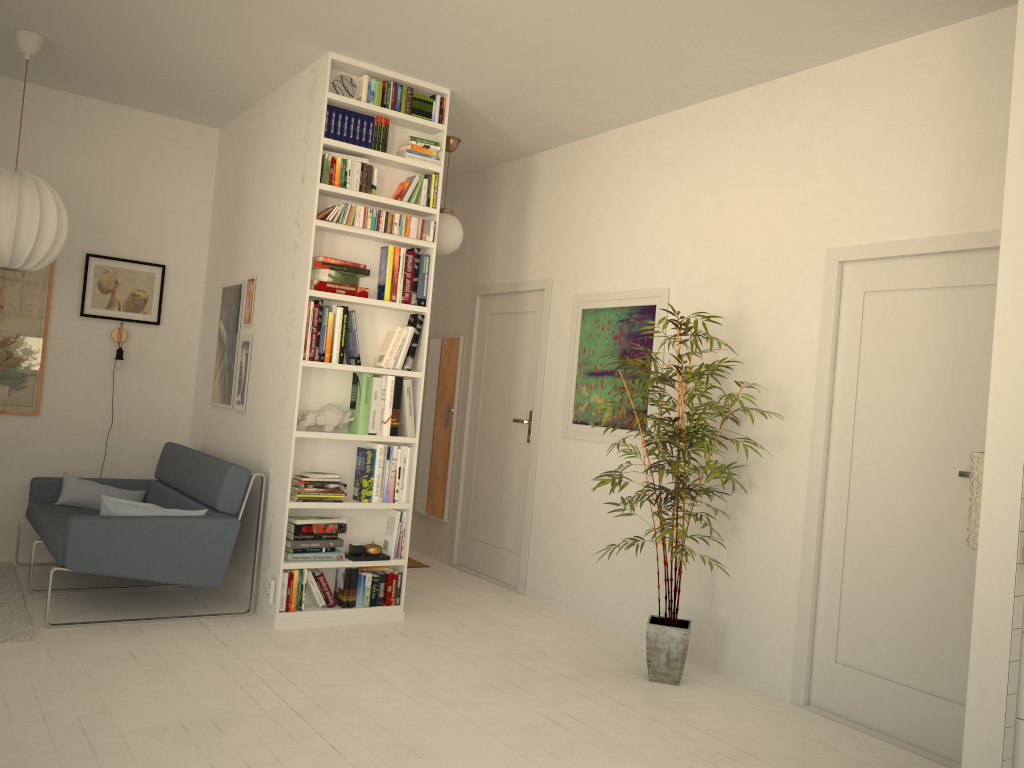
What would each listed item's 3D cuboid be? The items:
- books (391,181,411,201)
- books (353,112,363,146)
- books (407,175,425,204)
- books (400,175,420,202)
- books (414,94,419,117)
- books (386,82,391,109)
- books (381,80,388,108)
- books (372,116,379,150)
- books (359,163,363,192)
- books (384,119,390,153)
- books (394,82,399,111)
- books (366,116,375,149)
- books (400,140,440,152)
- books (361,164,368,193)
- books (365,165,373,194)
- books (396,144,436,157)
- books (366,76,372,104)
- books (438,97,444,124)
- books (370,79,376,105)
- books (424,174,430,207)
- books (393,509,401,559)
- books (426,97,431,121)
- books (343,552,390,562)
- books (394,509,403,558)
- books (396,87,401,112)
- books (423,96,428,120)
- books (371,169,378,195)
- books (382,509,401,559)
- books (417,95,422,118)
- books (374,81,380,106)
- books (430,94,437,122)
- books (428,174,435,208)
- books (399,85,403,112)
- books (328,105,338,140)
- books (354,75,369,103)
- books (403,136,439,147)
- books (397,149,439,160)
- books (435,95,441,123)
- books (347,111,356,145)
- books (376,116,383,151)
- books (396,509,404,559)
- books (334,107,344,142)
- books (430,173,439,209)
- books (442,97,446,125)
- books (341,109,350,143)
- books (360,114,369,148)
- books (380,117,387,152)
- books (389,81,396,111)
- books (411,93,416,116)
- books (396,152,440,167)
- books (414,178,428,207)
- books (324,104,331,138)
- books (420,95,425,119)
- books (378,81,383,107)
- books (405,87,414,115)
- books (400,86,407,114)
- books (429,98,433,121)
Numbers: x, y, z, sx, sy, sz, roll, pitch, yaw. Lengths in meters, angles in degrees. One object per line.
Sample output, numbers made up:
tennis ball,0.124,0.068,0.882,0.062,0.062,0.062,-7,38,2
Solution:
books,-0.639,-1.041,4.860,0.073,0.129,0.200,6,-2,-34
books,-0.850,-1.321,4.681,0.034,0.179,0.188,6,-2,-34
books,-0.568,-1.055,4.878,0.065,0.168,0.229,6,-2,-34
books,-0.603,-1.055,4.870,0.092,0.165,0.222,6,-2,-34
books,-0.553,-1.501,4.836,0.017,0.130,0.150,6,-2,-34
books,-0.707,-1.525,4.771,0.024,0.148,0.188,6,-2,-34
books,-0.719,-1.525,4.743,0.028,0.147,0.192,6,-2,-34
books,-0.773,-1.318,4.746,0.020,0.191,0.205,6,-2,-34
books,-0.832,-1.074,4.681,0.013,0.159,0.176,6,-2,-34
books,-0.723,-1.313,4.780,0.020,0.191,0.205,6,-2,-34
books,-0.674,-1.526,4.797,0.012,0.158,0.220,6,-2,-34
books,-0.792,-1.315,4.720,0.034,0.179,0.188,6,-2,-34
books,-0.519,-1.293,4.877,0.179,0.016,0.208,6,-1,-29
books,-0.828,-1.071,4.707,0.024,0.155,0.206,6,-2,-34
books,-0.790,-1.067,4.693,0.023,0.153,0.176,6,-2,-34
books,-0.547,-1.271,4.885,0.173,0.030,0.199,6,-2,-44
books,-0.799,-1.534,4.707,0.013,0.146,0.208,6,-2,-34
books,-0.448,-1.499,4.948,0.021,0.151,0.228,6,-2,-34
books,-0.770,-1.526,4.696,0.023,0.137,0.161,6,-2,-34
books,-0.515,-1.058,4.929,0.022,0.187,0.186,6,-2,-34
books,-0.676,0.814,4.875,0.030,0.256,0.198,6,-2,-34
books,-0.495,-1.495,4.875,0.017,0.130,0.150,6,-2,-34
books,-0.776,0.920,4.731,0.214,0.023,0.130,6,-1,-34
books,-0.649,0.816,4.851,0.033,0.258,0.130,6,-2,-34
books,-0.657,-1.515,4.796,0.019,0.137,0.201,6,-2,-34
books,-0.510,-1.496,4.865,0.017,0.130,0.150,6,-2,-34
books,-0.769,-1.060,4.730,0.020,0.145,0.189,6,-2,-34
books,-0.683,0.813,4.868,0.034,0.257,0.209,6,-2,-34
books,-0.539,-1.499,4.846,0.017,0.130,0.150,6,-2,-34
books,-0.774,-1.523,4.745,0.025,0.131,0.253,6,-2,-34
books,-0.463,-1.502,4.896,0.019,0.157,0.150,6,-2,-34
books,-0.492,-1.056,4.929,0.014,0.188,0.218,6,-2,-34
books,-0.649,-1.521,4.809,0.009,0.151,0.208,6,-2,-34
books,-0.965,-1.333,4.602,0.034,0.179,0.188,6,-2,-34
books,-0.805,-1.536,4.682,0.026,0.149,0.155,6,-2,-34
books,-0.519,-1.317,4.896,0.169,0.032,0.188,6,-1,-29
books,-0.540,-1.246,4.893,0.200,0.018,0.208,6,-1,-34
books,-0.467,-1.503,4.939,0.020,0.156,0.229,6,-2,-34
books,-0.879,-1.324,4.661,0.034,0.179,0.188,6,-2,-34
books,-0.755,-1.317,4.755,0.020,0.191,0.205,6,-2,-34
books,-0.649,0.816,4.884,0.008,0.256,0.184,6,-2,-34
books,-0.936,-1.330,4.622,0.034,0.179,0.188,6,-2,-34
books,-0.475,-1.060,4.937,0.022,0.199,0.212,6,-2,-34
books,-0.446,-1.500,4.976,0.014,0.154,0.260,6,-2,-34
books,-0.908,-1.327,4.642,0.034,0.179,0.188,6,-2,-34
books,-0.821,-1.318,4.701,0.034,0.179,0.188,6,-2,-34
books,-0.733,-1.315,4.759,0.020,0.191,0.205,6,-2,-34
books,-0.692,-1.527,4.790,0.024,0.156,0.228,6,-2,-34
books,-0.568,-1.502,4.826,0.017,0.130,0.150,6,-2,-34
books,-0.544,-1.218,4.892,0.214,0.038,0.222,6,-1,-34
books,-0.530,-1.042,4.899,0.030,0.153,0.200,6,-2,-34
books,-0.994,-1.336,4.583,0.034,0.179,0.188,6,-2,-34
books,-0.524,-1.498,4.855,0.017,0.130,0.150,6,-2,-34
books,-0.749,-1.525,4.746,0.018,0.141,0.206,6,-2,-34
books,-0.603,-1.517,4.835,0.032,0.152,0.200,6,-2,-34
books,-0.638,-1.520,4.830,0.032,0.154,0.212,6,-2,-34
books,-0.481,-1.494,4.885,0.017,0.130,0.150,6,-2,-34
